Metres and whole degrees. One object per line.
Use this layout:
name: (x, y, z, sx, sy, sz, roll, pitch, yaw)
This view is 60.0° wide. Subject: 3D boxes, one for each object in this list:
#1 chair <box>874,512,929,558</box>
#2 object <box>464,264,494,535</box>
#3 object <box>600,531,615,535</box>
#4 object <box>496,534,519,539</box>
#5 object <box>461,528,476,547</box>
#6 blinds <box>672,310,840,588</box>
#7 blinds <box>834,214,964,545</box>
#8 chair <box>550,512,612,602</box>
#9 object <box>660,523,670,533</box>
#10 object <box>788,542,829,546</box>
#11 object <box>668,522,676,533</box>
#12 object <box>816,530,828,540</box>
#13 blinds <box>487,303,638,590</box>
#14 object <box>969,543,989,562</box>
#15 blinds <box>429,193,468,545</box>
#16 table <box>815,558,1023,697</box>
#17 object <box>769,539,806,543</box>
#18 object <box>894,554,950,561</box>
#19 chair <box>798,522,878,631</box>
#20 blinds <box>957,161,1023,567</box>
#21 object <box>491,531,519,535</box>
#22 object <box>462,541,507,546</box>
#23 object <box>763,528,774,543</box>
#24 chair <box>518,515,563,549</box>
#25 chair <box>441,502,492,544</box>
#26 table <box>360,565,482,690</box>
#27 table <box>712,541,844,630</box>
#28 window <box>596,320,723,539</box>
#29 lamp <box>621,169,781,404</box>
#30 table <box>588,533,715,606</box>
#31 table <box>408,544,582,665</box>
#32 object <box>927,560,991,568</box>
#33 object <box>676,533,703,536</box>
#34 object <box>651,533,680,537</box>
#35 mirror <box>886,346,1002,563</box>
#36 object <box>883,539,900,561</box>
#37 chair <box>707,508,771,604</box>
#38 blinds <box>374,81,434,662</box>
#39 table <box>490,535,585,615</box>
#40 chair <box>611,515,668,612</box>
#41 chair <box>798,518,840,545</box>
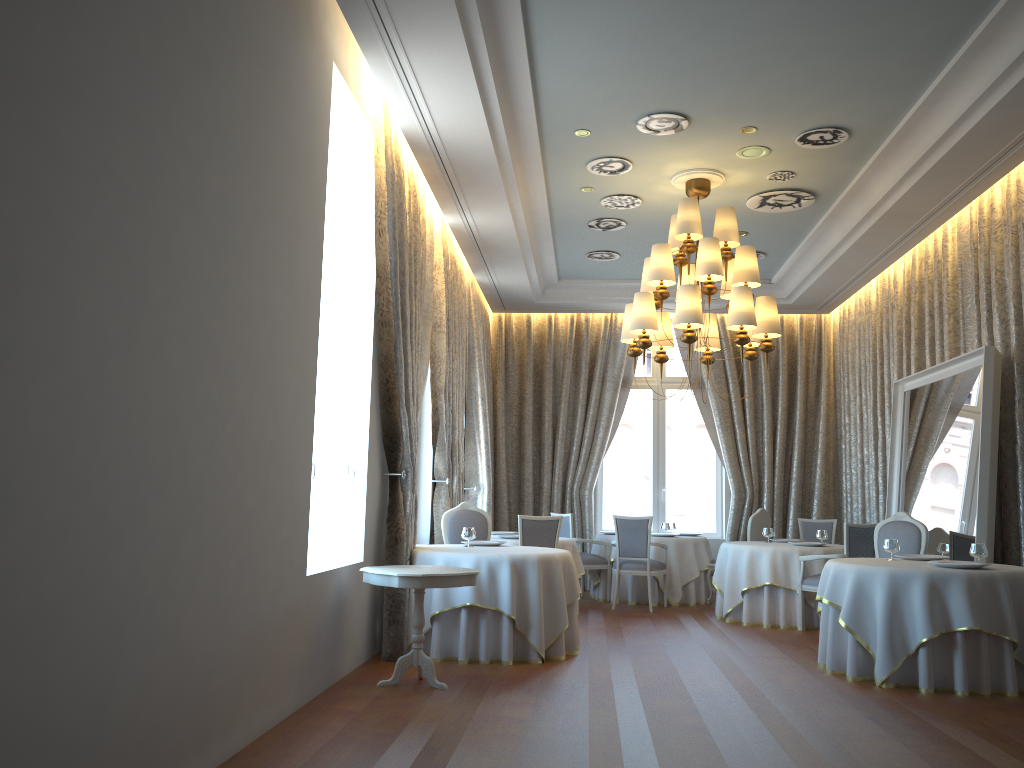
chair: (3.259, 1.738, 7.783, 0.690, 1.233, 0.563, 7, -9, -35)
object: (-0.422, 0.494, 12.146, 0.386, 4.901, 2.121, 1, -8, 5)
object: (1.373, 1.981, 11.793, 0.419, 0.036, 0.419, 1, -8, 4)
object: (0.030, 1.685, 9.791, 0.419, 0.036, 0.419, 1, -8, 4)
object: (-0.379, 1.343, 7.767, 0.128, 0.165, 0.128, 3, -8, -13)
blinds: (3.570, 0.632, 12.851, 2.476, 4.901, 0.386, 1, -8, 5)
blinds: (4.513, 0.345, 10.658, 0.238, 4.819, 4.439, 1, -8, 5)
chair: (0.871, 2.235, 11.509, 0.629, 1.108, 0.650, 6, -9, -30)
object: (2.037, 1.929, 11.775, 0.128, 0.165, 0.128, 1, -8, 5)
object: (3.201, 1.729, 9.584, 0.419, 0.036, 0.419, 1, -8, 4)
object: (2.190, 1.987, 12.186, 0.128, 0.165, 0.128, 1, -8, 5)
object: (3.436, 1.702, 9.828, 0.128, 0.165, 0.128, 1, -8, 5)
blinds: (0.705, 0.600, 13.100, 2.535, 4.901, 0.386, 1, -8, 5)
object: (3.519, 1.287, 6.682, 0.128, 0.165, 0.128, 1, -8, 5)
blinds: (-0.664, 0.157, 9.996, 0.335, 4.969, 2.257, 1, -8, 5)
table: (3.228, 1.835, 6.850, 1.663, 0.890, 1.667, 2, -8, -6)
object: (3.230, 1.838, 10.396, 0.419, 0.036, 0.419, 1, -8, 4)
object: (3.380, 1.433, 7.319, 0.419, 0.036, 0.419, 1, -8, 4)
chair: (3.334, 1.952, 8.952, 0.650, 1.108, 0.629, 5, -8, -25)
blinds: (4.152, -0.236, 6.340, 0.238, 4.819, 4.439, 1, -8, 5)
object: (-0.097, 1.803, 10.707, 0.419, 0.036, 0.419, 1, -8, 4)
object: (-0.254, 1.449, 8.058, 0.419, 0.036, 0.419, 1, -8, 4)
object: (2.964, 1.748, 10.256, 0.128, 0.165, 0.128, 1, -8, 5)
chair: (0.174, 1.905, 9.140, 0.650, 1.108, 0.629, 4, -8, -20)
chair: (-0.358, 1.743, 8.434, 0.563, 1.233, 0.690, 4, -8, -20)
table: (-0.636, 1.676, 6.069, 0.760, 0.801, 0.761, -6, -11, 44)
table: (3.104, 2.238, 9.910, 1.663, 0.890, 1.667, -1, -8, 19)
window: (2.217, 0.637, 13.384, 1.881, 3.306, 0.196, 1, -8, 5)
lamp: (1.740, -0.908, 8.274, 1.373, 2.121, 1.373, -6, -10, 42)
table: (1.866, 2.465, 11.834, 1.667, 0.890, 1.663, -2, -8, 24)
table: (-0.229, 1.855, 7.587, 1.663, 0.890, 1.667, 2, -8, -6)
object: (3.257, 1.317, 6.463, 0.419, 0.036, 0.419, 1, -8, 4)
object: (2.354, 2.016, 11.894, 0.419, 0.036, 0.419, 1, -8, 4)
object: (1.956, 1.949, 11.452, 0.419, 0.036, 0.419, 1, -8, 4)
mirror: (3.993, 1.099, 8.370, 0.385, 2.564, 2.251, 1, -8, 5)
object: (3.077, 1.344, 7.185, 0.128, 0.165, 0.128, -4, -9, 35)
chair: (2.904, 2.198, 11.310, 0.690, 1.233, 0.563, -6, -11, 45)
blinds: (-0.890, -0.171, 7.570, 0.315, 4.930, 2.204, 1, -8, 5)
table: (-0.005, 2.205, 10.193, 1.667, 0.890, 1.663, 1, -8, -1)
chair: (1.515, 2.145, 10.722, 0.650, 1.108, 0.629, -1, -8, 20)
chair: (3.791, 2.241, 11.056, 0.650, 1.108, 0.629, -2, -8, 25)
